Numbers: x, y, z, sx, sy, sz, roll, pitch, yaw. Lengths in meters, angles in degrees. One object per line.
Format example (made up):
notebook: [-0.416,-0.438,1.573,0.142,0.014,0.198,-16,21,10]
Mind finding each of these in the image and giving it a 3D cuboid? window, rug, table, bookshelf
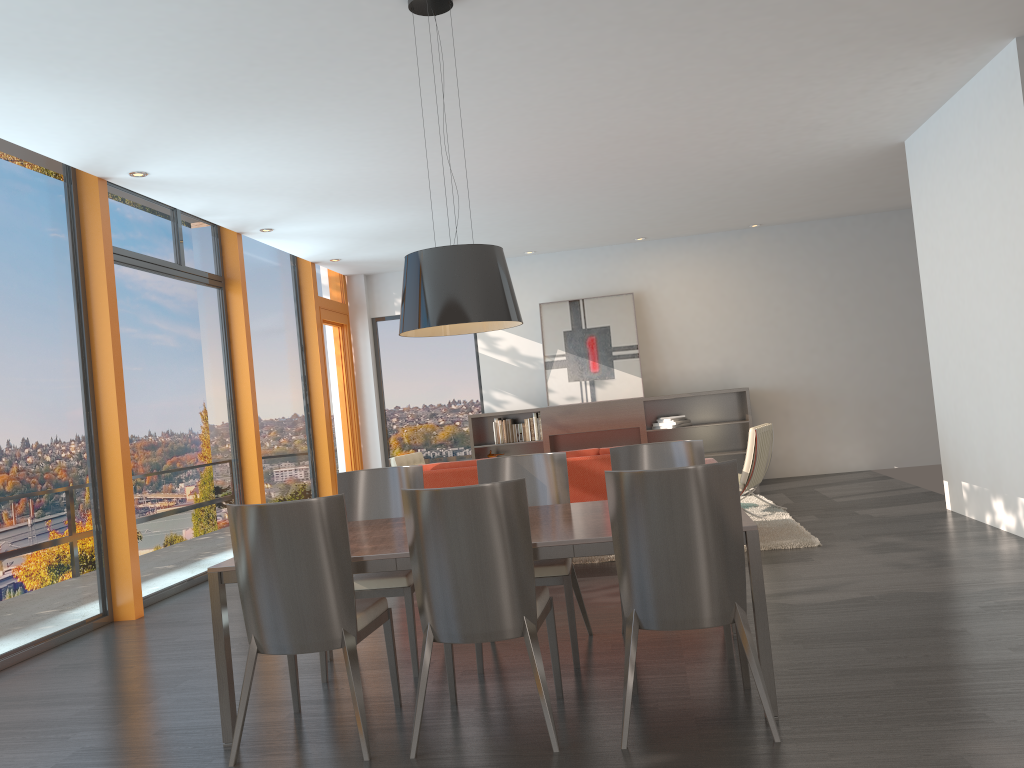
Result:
window: [-2.548,0.039,9.514,0.070,3.347,1.843,-6,-2,8]
rug: [0.584,1.372,8.157,3.772,0.043,2.983,-6,-1,8]
window: [-2.230,0.044,11.096,0.211,3.347,1.156,-6,-2,8]
window: [-3.206,-0.004,4.854,0.070,3.347,2.923,-6,-2,8]
table: [-0.039,1.011,3.963,2.151,0.765,1.171,-6,-1,8]
window: [-1.092,-0.051,11.776,1.409,3.341,0.065,-6,-2,8]
window: [-2.840,0.020,7.450,0.070,3.347,2.104,-6,-2,8]
bookshelf: [1.222,0.794,10.957,3.387,1.163,0.570,-6,-2,8]

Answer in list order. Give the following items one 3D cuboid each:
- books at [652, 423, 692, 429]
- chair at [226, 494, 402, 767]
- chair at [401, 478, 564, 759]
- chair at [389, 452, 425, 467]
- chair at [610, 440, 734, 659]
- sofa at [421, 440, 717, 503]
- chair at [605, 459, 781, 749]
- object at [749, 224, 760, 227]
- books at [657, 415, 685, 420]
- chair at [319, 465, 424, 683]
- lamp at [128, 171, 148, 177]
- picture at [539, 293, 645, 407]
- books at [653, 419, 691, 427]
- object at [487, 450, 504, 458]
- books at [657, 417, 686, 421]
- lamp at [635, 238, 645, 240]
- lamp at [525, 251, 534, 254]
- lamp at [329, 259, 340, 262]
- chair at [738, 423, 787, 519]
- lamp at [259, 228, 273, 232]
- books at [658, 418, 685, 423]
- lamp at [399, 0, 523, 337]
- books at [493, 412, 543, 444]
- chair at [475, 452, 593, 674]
books: [1.944,0.512,10.780,0.398,0.038,0.314,-4,-2,-43]
chair: [-0.800,0.923,3.555,0.548,0.968,0.614,-6,-2,8]
chair: [-0.113,0.852,3.459,0.548,0.968,0.614,-6,-2,8]
chair: [-0.809,1.115,9.165,0.707,0.817,0.700,-6,-2,18]
chair: [0.759,0.786,4.346,0.548,0.968,0.614,-6,-2,8]
sofa: [0.357,0.947,7.092,2.597,0.853,1.038,-6,-2,8]
chair: [0.641,0.775,3.354,0.548,0.968,0.614,-6,-2,8]
object: [3.002,-1.957,10.971,0.129,0.010,0.129,-5,-2,-37]
books: [1.934,0.406,10.783,0.300,0.020,0.210,-6,-1,-2]
chair: [-0.683,0.934,4.547,0.548,0.968,0.614,-6,-2,8]
lamp: [-2.675,-1.499,6.346,0.129,0.010,0.129,-5,-2,-37]
picture: [0.990,-0.431,11.162,1.208,1.338,0.269,-6,-2,8]
books: [1.941,0.474,10.781,0.314,0.038,0.398,-7,-2,37]
object: [-0.239,0.972,11.116,0.244,0.291,0.201,-7,-2,28]
books: [1.936,0.426,10.782,0.300,0.020,0.210,-4,-2,-42]
lamp: [1.601,-1.815,11.102,0.129,0.010,0.129,-5,-2,-37]
lamp: [0.224,-1.673,11.294,0.129,0.010,0.129,-5,-2,-37]
lamp: [-2.093,-1.461,10.478,0.129,0.010,0.129,-5,-2,-37]
chair: [2.055,0.806,8.136,0.706,0.817,0.700,-7,-2,28]
lamp: [-2.366,-1.479,8.538,0.129,0.010,0.129,-5,-2,-37]
books: [1.938,0.446,10.782,0.210,0.020,0.300,-7,-2,37]
lamp: [-0.308,-1.033,4.049,0.567,1.580,0.567,-7,-2,37]
books: [0.090,0.544,11.024,0.592,0.340,0.324,-6,-2,8]
chair: [0.071,0.857,4.442,0.548,0.968,0.614,-6,-2,8]
